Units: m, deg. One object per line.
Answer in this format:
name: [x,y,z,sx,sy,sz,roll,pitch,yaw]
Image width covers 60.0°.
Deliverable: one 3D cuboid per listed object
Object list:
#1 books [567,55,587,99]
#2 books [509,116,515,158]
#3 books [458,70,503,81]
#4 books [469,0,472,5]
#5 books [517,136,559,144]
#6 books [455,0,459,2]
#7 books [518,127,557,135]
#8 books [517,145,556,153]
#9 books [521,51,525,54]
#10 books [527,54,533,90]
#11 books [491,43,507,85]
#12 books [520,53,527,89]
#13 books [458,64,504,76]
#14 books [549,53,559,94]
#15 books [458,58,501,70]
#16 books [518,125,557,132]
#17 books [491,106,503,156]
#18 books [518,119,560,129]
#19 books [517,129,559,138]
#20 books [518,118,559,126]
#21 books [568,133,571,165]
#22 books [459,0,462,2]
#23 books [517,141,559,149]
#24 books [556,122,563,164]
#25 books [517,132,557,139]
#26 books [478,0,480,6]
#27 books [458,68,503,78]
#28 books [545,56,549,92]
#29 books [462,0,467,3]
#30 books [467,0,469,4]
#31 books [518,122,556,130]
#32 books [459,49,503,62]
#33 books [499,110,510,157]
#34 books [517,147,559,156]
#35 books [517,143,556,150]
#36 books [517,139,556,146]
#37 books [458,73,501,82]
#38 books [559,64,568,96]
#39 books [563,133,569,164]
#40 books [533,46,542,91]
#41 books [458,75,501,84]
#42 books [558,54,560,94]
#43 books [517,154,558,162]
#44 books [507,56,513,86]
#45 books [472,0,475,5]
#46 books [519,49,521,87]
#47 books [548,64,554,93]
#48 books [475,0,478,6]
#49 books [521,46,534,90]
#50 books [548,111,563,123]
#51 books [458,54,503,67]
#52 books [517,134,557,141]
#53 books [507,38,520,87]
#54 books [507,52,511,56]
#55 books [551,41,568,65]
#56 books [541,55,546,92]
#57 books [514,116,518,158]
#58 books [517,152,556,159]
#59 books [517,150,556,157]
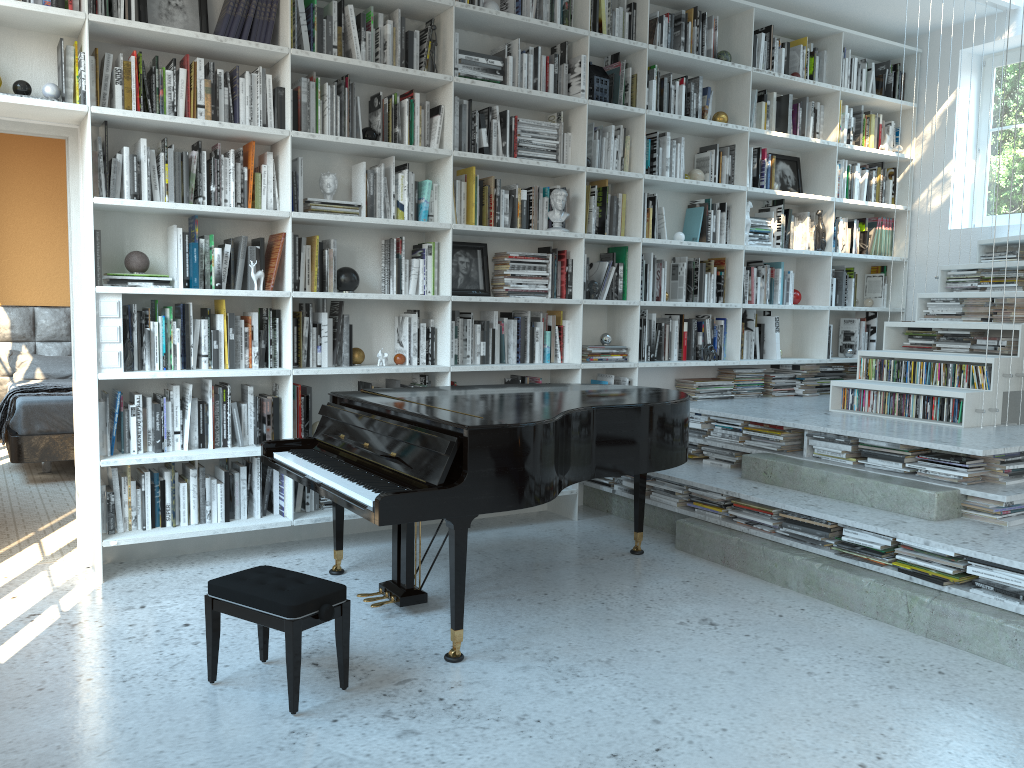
books: [0.328,-1.707,5.015,0.037,0.237,0.272,-2,6,-31]
books: [-0.039,-1.339,4.899,0.015,0.245,0.183,-2,6,-31]
books: [-0.211,-1.644,4.771,0.285,0.012,0.159,-2,6,-34]
books: [-0.252,-2.066,4.708,0.014,0.248,0.139,-2,6,-31]
books: [0.102,-1.362,4.992,0.285,0.012,0.159,-2,5,-28]
books: [-0.327,-2.036,4.651,0.026,0.195,0.166,-2,6,-31]
books: [0.105,-1.410,4.984,0.254,0.012,0.160,-1,5,-26]
books: [0.100,-1.314,4.999,0.254,0.012,0.160,-2,5,-29]
books: [0.033,-1.708,4.918,0.012,0.245,0.131,-2,6,-31]
books: [0.055,-1.695,4.922,0.028,0.219,0.183,-2,6,-31]
books: [-0.073,-1.708,4.842,0.012,0.254,0.160,-2,6,-31]
books: [0.023,-1.692,4.899,0.027,0.216,0.190,-2,6,-31]
books: [-0.206,-1.673,4.765,0.285,0.024,0.159,-1,5,-26]
books: [0.203,-1.713,5.000,0.032,0.248,0.173,-2,6,-31]
books: [-0.207,-1.698,4.765,0.254,0.025,0.160,-2,6,-35]
books: [0.102,-1.424,4.988,0.254,0.012,0.160,-2,5,-29]
books: [-0.109,-1.361,4.863,0.049,0.291,0.162,-2,6,-31]
books: [0.106,-1.448,4.980,0.285,0.012,0.159,-2,6,-36]
books: [0.100,-1.398,4.993,0.285,0.012,0.159,-2,6,-32]
books: [0.103,-1.460,4.985,0.285,0.012,0.159,-2,5,-29]
books: [0.286,-1.331,5.116,0.030,0.205,0.158,-2,6,-31]
books: [-0.303,-2.088,4.669,0.010,0.296,0.153,-2,6,-31]
books: [0.099,-1.338,4.999,0.285,0.012,0.159,-2,5,-30]
books: [0.242,-1.352,5.065,0.012,0.254,0.160,-2,6,-31]
books: [0.102,-1.386,4.992,0.254,0.012,0.160,-2,5,-29]
books: [-0.213,-2.070,4.717,0.005,0.255,0.168,-2,6,-31]
books: [-0.212,-1.656,4.772,0.285,0.012,0.159,-2,6,-33]
books: [0.157,-1.703,4.979,0.012,0.231,0.158,-2,6,-31]
books: [-0.277,-2.072,4.669,0.011,0.265,0.163,-2,6,-31]
books: [-0.270,-2.039,4.692,0.023,0.196,0.172,-2,6,-31]
books: [0.100,-1.437,4.991,0.254,0.012,0.160,-2,5,-31]
books: [-0.211,-1.748,4.768,0.285,0.024,0.159,-2,5,-31]
books: [-0.071,-1.349,4.870,0.021,0.269,0.191,-2,6,-31]
books: [0.101,-1.302,4.998,0.285,0.012,0.159,-2,6,-34]
books: [0.101,-1.326,4.998,0.254,0.012,0.160,-2,6,-33]
books: [0.100,-1.350,4.997,0.254,0.012,0.160,-2,5,-30]
books: [-0.211,-1.632,4.772,0.254,0.012,0.160,-2,6,-34]
books: [0.252,-1.692,5.035,0.029,0.203,0.191,-2,6,-31]
books: [0.263,-1.327,5.096,0.029,0.199,0.171,-2,6,-31]
books: [0.103,-1.721,4.947,0.023,0.270,0.184,-2,6,-31]
books: [-0.209,-1.620,4.770,0.254,0.012,0.160,-1,5,-26]
books: [0.220,-1.722,5.029,0.029,0.262,0.133,-2,6,-31]
books: [0.099,-1.266,5.006,0.285,0.012,0.159,-2,5,-30]
books: [-0.056,-1.675,4.850,0.025,0.187,0.193,-2,6,-31]
books: [-0.237,-2.074,4.709,0.013,0.265,0.146,-2,6,-31]
books: [-0.008,-1.702,4.882,0.021,0.238,0.171,-2,6,-31]
books: [0.176,-1.683,4.988,0.029,0.188,0.175,-2,6,-31]
books: [-0.224,-2.052,4.715,0.016,0.219,0.144,-2,6,-31]
books: [0.070,-1.724,4.951,0.029,0.274,0.140,-2,6,-31]
books: [0.245,-1.386,5.081,0.012,0.319,0.139,-2,6,-31]
books: [-0.209,-1.723,4.766,0.285,0.024,0.159,-2,5,-29]
books: [0.102,-1.374,4.991,0.254,0.012,0.160,-2,6,-34]
books: [-0.013,-1.723,4.858,0.011,0.284,0.190,-2,6,-31]
books: [-0.050,-1.696,4.886,0.024,0.223,0.128,-2,6,-31]
books: [0.266,-1.759,5.047,0.012,0.334,0.155,-2,6,-31]
books: [0.126,-1.698,4.954,0.023,0.223,0.190,-2,6,-31]
books: [-0.021,-1.339,4.896,0.013,0.247,0.176,-2,6,-31]
books: [0.098,-1.278,5.006,0.254,0.012,0.160,-2,5,-31]
books: [0.099,-1.290,5.003,0.254,0.012,0.160,-2,6,-32]
